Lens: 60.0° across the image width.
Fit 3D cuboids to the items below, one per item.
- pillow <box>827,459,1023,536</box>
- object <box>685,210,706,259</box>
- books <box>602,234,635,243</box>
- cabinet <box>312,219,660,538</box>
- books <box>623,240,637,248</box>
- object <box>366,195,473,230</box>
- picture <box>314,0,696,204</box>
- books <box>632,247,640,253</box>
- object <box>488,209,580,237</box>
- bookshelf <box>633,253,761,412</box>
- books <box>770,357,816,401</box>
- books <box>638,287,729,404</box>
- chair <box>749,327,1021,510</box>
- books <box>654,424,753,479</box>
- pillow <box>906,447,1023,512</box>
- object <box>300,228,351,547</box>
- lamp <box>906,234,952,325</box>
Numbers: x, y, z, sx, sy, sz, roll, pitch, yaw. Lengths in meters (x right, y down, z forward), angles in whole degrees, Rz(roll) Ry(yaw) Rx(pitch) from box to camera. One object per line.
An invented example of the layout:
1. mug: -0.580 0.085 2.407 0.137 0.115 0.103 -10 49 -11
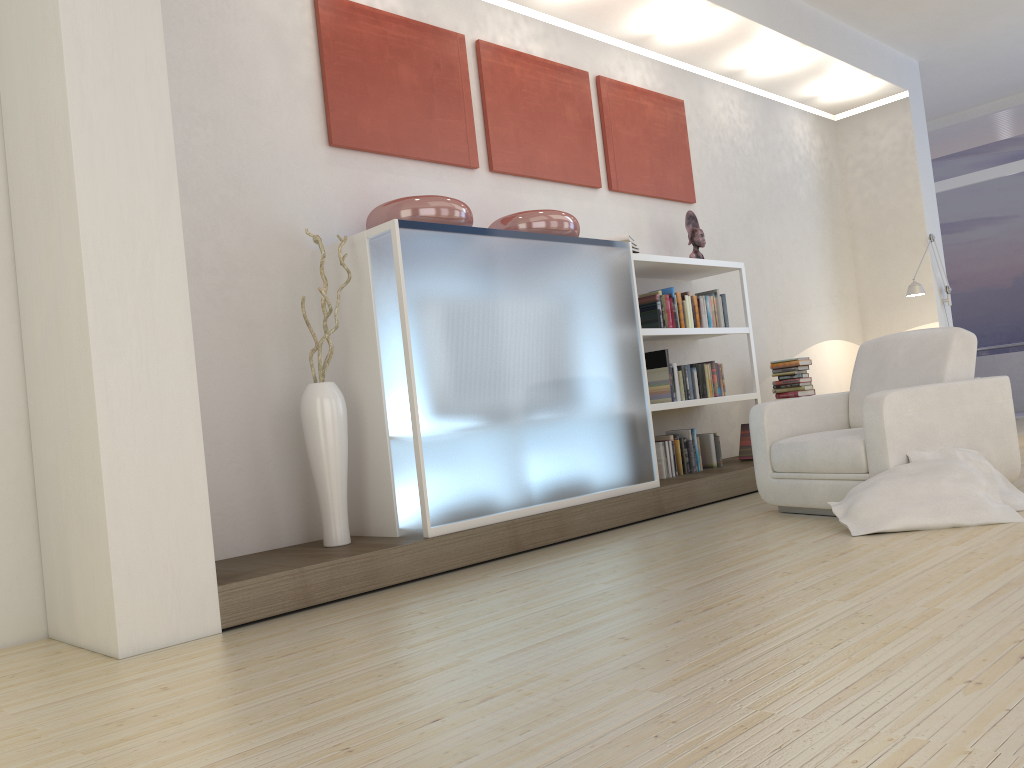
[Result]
1. pillow: 1.718 0.478 3.728 0.712 0.287 0.299 -7 -2 8
2. object: 1.297 -1.032 6.289 0.133 0.409 0.138 -6 -2 2
3. books: 0.603 -0.885 5.617 0.319 0.038 0.247 -7 -2 17
4. cabinet: -0.078 -0.035 4.673 1.670 1.396 0.689 -4 -3 -44
5. books: 0.606 -0.853 5.616 0.328 0.027 0.247 -7 -2 21
6. object: -0.459 -0.808 4.424 0.534 0.206 0.546 -8 -3 33
7. picture: 0.192 -1.683 5.622 3.227 0.794 0.030 -4 -3 -44
8. books: 0.626 -0.828 5.605 0.287 0.025 0.247 -8 -3 30
9. object: 0.116 -0.850 4.983 0.534 0.206 0.546 -6 -2 -8
10. bookshelf: 0.998 -0.106 5.883 1.599 1.396 0.465 -4 -3 -44
11. books: 2.212 0.152 6.865 0.270 0.694 0.329 -4 -3 -44
12. books: 1.173 -0.264 5.953 0.831 0.743 0.215 -4 -3 -44
13. chair: 1.854 0.158 4.482 0.941 0.828 0.919 -5 -3 -24
14. books: 1.284 0.427 5.932 1.125 0.281 0.274 -5 -3 -37
15. pillow: 1.969 0.423 3.869 0.615 0.315 0.312 -6 -2 -17
16. object: -0.809 0.005 3.967 0.277 1.422 0.250 -4 -3 -41
17. lamp: 3.731 -0.431 7.894 0.204 1.841 0.891 -8 -3 41
